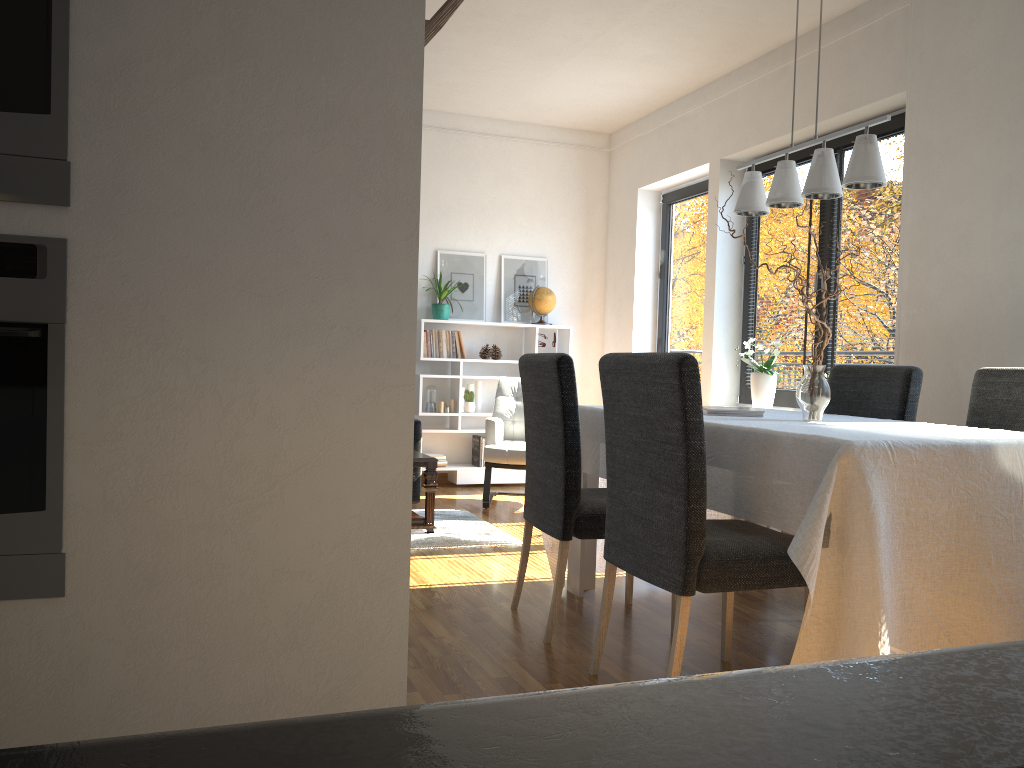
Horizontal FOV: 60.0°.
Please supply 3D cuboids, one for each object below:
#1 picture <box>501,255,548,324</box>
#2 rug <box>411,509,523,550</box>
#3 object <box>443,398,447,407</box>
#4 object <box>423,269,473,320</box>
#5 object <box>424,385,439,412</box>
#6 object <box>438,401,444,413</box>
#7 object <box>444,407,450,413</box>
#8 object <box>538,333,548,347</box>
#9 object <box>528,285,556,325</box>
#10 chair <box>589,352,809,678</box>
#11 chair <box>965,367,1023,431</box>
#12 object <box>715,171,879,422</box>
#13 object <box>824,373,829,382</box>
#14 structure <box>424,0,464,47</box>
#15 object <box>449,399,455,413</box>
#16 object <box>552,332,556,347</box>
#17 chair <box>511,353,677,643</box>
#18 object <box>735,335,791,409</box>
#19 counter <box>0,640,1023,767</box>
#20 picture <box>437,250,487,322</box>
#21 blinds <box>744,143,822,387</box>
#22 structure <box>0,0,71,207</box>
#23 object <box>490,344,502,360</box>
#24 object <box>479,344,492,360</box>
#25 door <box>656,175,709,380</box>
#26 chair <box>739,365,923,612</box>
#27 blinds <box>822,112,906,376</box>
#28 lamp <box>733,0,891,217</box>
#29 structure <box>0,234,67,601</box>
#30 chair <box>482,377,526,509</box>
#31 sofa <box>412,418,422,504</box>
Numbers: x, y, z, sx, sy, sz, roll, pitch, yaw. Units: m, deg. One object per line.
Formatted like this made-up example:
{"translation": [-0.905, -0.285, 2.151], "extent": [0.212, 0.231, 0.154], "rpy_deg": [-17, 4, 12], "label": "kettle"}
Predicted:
{"translation": [0.100, -0.722, 6.886], "extent": [0.390, 0.532, 0.059], "rpy_deg": [1, 2, -20], "label": "picture"}
{"translation": [-0.954, 0.777, 4.703], "extent": [1.813, 0.034, 1.051], "rpy_deg": [1, 1, -21], "label": "rug"}
{"translation": [-0.503, 0.156, 6.592], "extent": [0.062, 0.108, 0.062], "rpy_deg": [1, 2, -20], "label": "object"}
{"translation": [-0.503, -0.653, 6.552], "extent": [0.424, 0.372, 0.387], "rpy_deg": [1, 2, -34], "label": "object"}
{"translation": [-0.598, 0.109, 6.563], "extent": [0.108, 0.197, 0.108], "rpy_deg": [1, 2, -9], "label": "object"}
{"translation": [-0.561, 0.168, 6.535], "extent": [0.176, 0.084, 0.079], "rpy_deg": [3, 2, 38], "label": "object"}
{"translation": [-0.477, 0.191, 6.516], "extent": [0.040, 0.044, 0.040], "rpy_deg": [2, 2, 6], "label": "object"}
{"translation": [0.210, -0.282, 6.840], "extent": [0.134, 0.217, 0.066], "rpy_deg": [2, 2, -5], "label": "object"}
{"translation": [0.230, -0.602, 6.822], "extent": [0.217, 0.305, 0.215], "rpy_deg": [2, 2, -3], "label": "object"}
{"translation": [0.562, 0.398, 2.528], "extent": [0.545, 0.960, 0.461], "rpy_deg": [1, 2, -20], "label": "chair"}
{"translation": [1.485, 0.420, 2.872], "extent": [0.545, 0.960, 0.461], "rpy_deg": [1, 2, -15], "label": "chair"}
{"translation": [0.971, -0.269, 2.898], "extent": [0.403, 0.785, 0.615], "rpy_deg": [4, 2, 44], "label": "object"}
{"translation": [1.735, 0.058, 4.619], "extent": [0.283, 0.237, 0.267], "rpy_deg": [1, 2, -39], "label": "object"}
{"translation": [-0.147, -0.920, 1.619], "extent": [0.185, 0.775, 0.495], "rpy_deg": [1, 2, -20], "label": "structure"}
{"translation": [-0.443, 0.164, 6.546], "extent": [0.039, 0.099, 0.039], "rpy_deg": [1, 2, -24], "label": "object"}
{"translation": [0.331, -0.285, 6.895], "extent": [0.075, 0.230, 0.066], "rpy_deg": [0, 3, -40], "label": "object"}
{"translation": [0.317, 0.377, 3.187], "extent": [0.545, 0.960, 0.461], "rpy_deg": [1, 2, -15], "label": "chair"}
{"translation": [1.461, -0.066, 5.206], "extent": [0.340, 0.444, 0.286], "rpy_deg": [1, 2, -32], "label": "object"}
{"translation": [1.059, 0.175, 0.206], "extent": [4.250, 0.192, 0.622], "rpy_deg": [1, 1, -20], "label": "counter"}
{"translation": [-0.378, -0.733, 6.708], "extent": [0.390, 0.532, 0.059], "rpy_deg": [1, 2, -20], "label": "picture"}
{"translation": [1.620, -0.672, 5.313], "extent": [0.049, 1.423, 0.710], "rpy_deg": [1, 2, -20], "label": "blinds"}
{"translation": [-0.826, -0.463, 1.006], "extent": [0.585, 0.462, 0.052], "rpy_deg": [1, 2, -20], "label": "structure"}
{"translation": [-0.120, -0.240, 6.711], "extent": [0.101, 0.125, 0.096], "rpy_deg": [2, 2, -5], "label": "object"}
{"translation": [-0.197, -0.243, 6.686], "extent": [0.102, 0.127, 0.094], "rpy_deg": [3, 2, 25], "label": "object"}
{"translation": [1.277, -0.316, 6.325], "extent": [0.119, 2.276, 0.975], "rpy_deg": [1, 2, -20], "label": "door"}
{"translation": [1.240, 0.399, 3.531], "extent": [0.545, 0.960, 0.461], "rpy_deg": [1, 2, -20], "label": "chair"}
{"translation": [1.871, -0.650, 4.636], "extent": [0.049, 1.423, 0.710], "rpy_deg": [1, 2, -20], "label": "blinds"}
{"translation": [0.993, -1.254, 2.953], "extent": [0.131, 1.285, 0.759], "rpy_deg": [1, 2, -20], "label": "lamp"}
{"translation": [-0.841, 0.039, 1.024], "extent": [0.585, 0.462, 0.052], "rpy_deg": [1, 2, -20], "label": "structure"}
{"translation": [0.109, 0.378, 5.883], "extent": [0.545, 0.832, 0.684], "rpy_deg": [2, 2, 5], "label": "chair"}
{"translation": [-1.722, 0.330, 5.071], "extent": [2.509, 0.848, 2.162], "rpy_deg": [1, 1, -20], "label": "sofa"}
